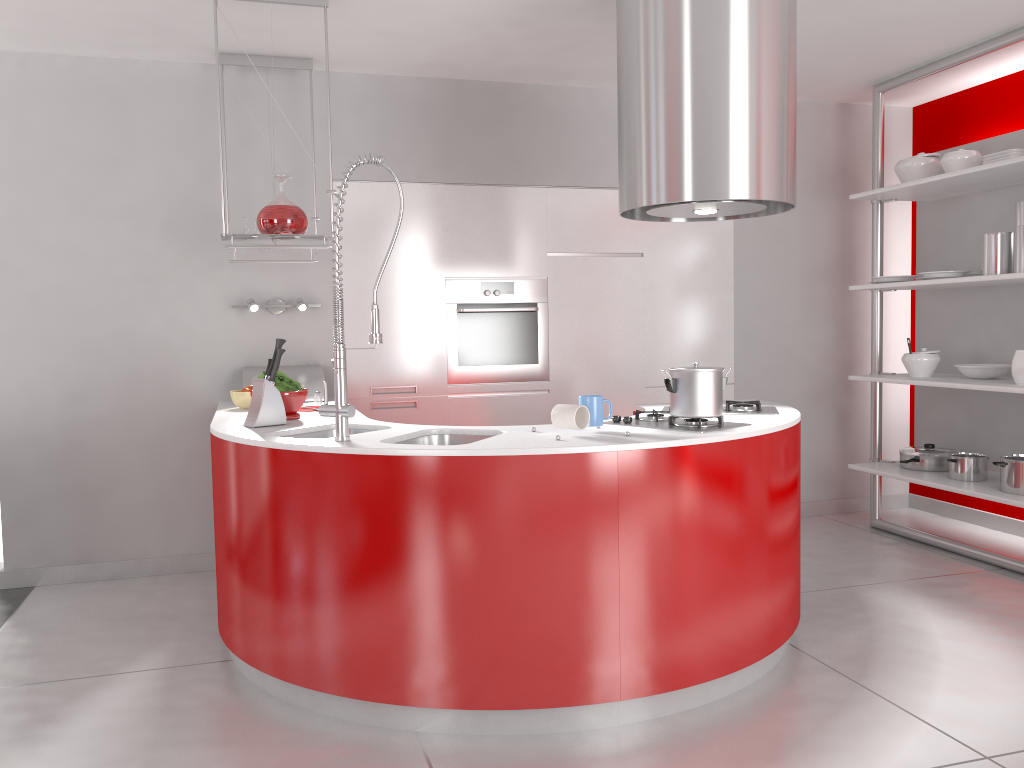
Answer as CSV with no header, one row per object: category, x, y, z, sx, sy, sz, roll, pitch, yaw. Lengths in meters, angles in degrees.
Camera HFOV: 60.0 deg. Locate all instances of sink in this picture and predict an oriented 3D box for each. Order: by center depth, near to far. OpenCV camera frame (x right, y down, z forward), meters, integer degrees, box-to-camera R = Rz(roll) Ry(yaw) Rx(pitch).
sink,-0.219,0.278,2.934,0.326,0.172,0.428,0,4,23
sink,-0.647,0.272,3.167,0.326,0.172,0.428,1,4,34

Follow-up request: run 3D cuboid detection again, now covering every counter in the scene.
counter,-0.318,0.570,3.640,2.865,0.880,1.868,0,4,17

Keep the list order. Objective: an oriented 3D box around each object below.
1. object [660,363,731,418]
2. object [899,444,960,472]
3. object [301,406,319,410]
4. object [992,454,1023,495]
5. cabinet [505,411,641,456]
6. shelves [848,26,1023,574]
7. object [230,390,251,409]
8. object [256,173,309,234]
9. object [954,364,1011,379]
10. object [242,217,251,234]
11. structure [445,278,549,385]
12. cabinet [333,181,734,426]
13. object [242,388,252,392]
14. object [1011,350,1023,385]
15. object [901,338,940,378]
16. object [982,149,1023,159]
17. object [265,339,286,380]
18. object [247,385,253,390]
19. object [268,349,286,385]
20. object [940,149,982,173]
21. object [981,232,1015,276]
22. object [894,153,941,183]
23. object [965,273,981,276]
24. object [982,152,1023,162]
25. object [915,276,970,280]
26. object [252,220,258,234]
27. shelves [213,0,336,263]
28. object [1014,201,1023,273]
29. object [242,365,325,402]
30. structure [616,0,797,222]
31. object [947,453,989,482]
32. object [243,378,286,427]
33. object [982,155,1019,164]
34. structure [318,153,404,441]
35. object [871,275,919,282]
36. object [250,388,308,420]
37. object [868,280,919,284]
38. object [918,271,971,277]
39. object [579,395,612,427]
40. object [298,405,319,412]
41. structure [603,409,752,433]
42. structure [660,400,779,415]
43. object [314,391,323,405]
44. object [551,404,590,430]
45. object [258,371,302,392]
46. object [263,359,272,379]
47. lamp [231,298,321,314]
object,0.634,0.018,3.056,0.189,0.185,0.218,2,4,36
object,2.269,0.400,4.916,0.407,0.130,0.308,-2,4,-9
object,-0.907,0.108,4.006,0.041,0.008,0.375,-4,5,-40
object,2.439,0.428,4.185,0.259,0.161,0.240,-4,4,-33
cabinet,-0.356,0.522,3.908,1.875,0.761,1.025,1,4,29
shelves,2.379,-0.393,4.411,0.535,2.599,1.735,-2,4,-16
object,-1.213,0.073,4.153,0.201,0.086,0.201,-2,4,-15
object,-0.972,-0.749,3.750,0.213,0.266,0.213,0,4,12
object,2.432,-0.062,4.572,0.272,0.072,0.272,2,5,37
object,-1.239,-0.706,4.142,0.060,0.141,0.060,-4,5,-39
structure,-0.073,-0.300,4.998,0.599,0.589,0.050,-2,4,-16
cabinet,0.128,-0.125,5.398,2.398,2.026,0.614,-2,4,-16
object,-1.233,0.042,4.155,0.062,0.052,0.065,-3,4,-32
object,2.480,-0.093,4.080,0.235,0.197,0.282,-3,4,-26
object,2.209,-0.144,4.793,0.192,0.214,0.192,-3,4,-30
object,2.393,-1.087,4.238,0.200,0.030,0.200,-2,4,-16
object,-0.921,-0.010,3.375,0.014,0.322,0.150,2,5,45
object,-1.232,0.034,4.216,0.066,0.058,0.055,-3,4,-31
object,-0.909,0.007,3.350,0.012,0.279,0.130,2,5,45
object,2.287,-1.118,4.517,0.192,0.153,0.192,-1,4,-3
object,2.353,-0.620,4.276,0.172,0.205,0.184,-2,4,-11
object,2.198,-1.154,4.809,0.231,0.191,0.231,1,4,24
object,2.387,-0.568,4.760,0.244,0.042,0.244,-3,4,-25
object,2.394,-1.071,4.239,0.200,0.030,0.200,-2,4,-16
object,2.209,-0.536,4.531,0.280,0.015,0.280,0,4,13
object,-1.229,-0.714,4.260,0.060,0.141,0.060,-4,5,-39
shelves,-1.079,-1.091,4.000,0.462,1.023,0.934,-2,4,-16
object,2.367,-0.668,4.066,0.110,0.329,0.109,-2,4,-19
object,-1.167,-0.002,4.534,0.400,0.170,0.300,-2,4,-16
structure,0.715,-1.114,3.282,0.644,0.958,0.644,2,5,40
object,2.343,0.426,4.557,0.182,0.122,0.196,1,4,31
object,-0.940,0.067,3.361,0.137,0.178,0.091,-5,5,-43
object,2.394,-1.056,4.240,0.200,0.030,0.200,-2,4,-16
structure,-0.521,-0.281,2.891,0.308,0.920,0.178,1,4,27
object,2.114,-0.572,4.899,0.244,0.042,0.244,-3,4,-32
object,-0.946,0.084,3.613,0.229,0.118,0.228,3,5,45
object,2.114,-0.558,4.900,0.280,0.015,0.280,0,4,20
object,2.209,-0.550,4.531,0.244,0.042,0.244,-3,4,-32
object,0.276,0.089,2.993,0.109,0.100,0.080,-5,5,-43
object,-0.939,0.112,4.053,0.168,0.006,0.266,0,4,10
structure,0.573,0.125,3.140,0.303,0.037,0.457,-4,5,-41
structure,0.840,0.091,3.601,0.457,0.037,0.303,0,4,14
object,-0.938,0.067,4.290,0.042,0.066,0.043,-1,4,-3
object,0.200,0.106,2.889,0.100,0.080,0.109,2,5,43
object,-0.944,0.031,3.600,0.193,0.182,0.198,-2,4,-11
object,-0.946,0.003,3.389,0.009,0.197,0.091,2,5,45
lamp,-1.215,-0.404,4.586,0.454,0.081,0.155,-2,4,-16
